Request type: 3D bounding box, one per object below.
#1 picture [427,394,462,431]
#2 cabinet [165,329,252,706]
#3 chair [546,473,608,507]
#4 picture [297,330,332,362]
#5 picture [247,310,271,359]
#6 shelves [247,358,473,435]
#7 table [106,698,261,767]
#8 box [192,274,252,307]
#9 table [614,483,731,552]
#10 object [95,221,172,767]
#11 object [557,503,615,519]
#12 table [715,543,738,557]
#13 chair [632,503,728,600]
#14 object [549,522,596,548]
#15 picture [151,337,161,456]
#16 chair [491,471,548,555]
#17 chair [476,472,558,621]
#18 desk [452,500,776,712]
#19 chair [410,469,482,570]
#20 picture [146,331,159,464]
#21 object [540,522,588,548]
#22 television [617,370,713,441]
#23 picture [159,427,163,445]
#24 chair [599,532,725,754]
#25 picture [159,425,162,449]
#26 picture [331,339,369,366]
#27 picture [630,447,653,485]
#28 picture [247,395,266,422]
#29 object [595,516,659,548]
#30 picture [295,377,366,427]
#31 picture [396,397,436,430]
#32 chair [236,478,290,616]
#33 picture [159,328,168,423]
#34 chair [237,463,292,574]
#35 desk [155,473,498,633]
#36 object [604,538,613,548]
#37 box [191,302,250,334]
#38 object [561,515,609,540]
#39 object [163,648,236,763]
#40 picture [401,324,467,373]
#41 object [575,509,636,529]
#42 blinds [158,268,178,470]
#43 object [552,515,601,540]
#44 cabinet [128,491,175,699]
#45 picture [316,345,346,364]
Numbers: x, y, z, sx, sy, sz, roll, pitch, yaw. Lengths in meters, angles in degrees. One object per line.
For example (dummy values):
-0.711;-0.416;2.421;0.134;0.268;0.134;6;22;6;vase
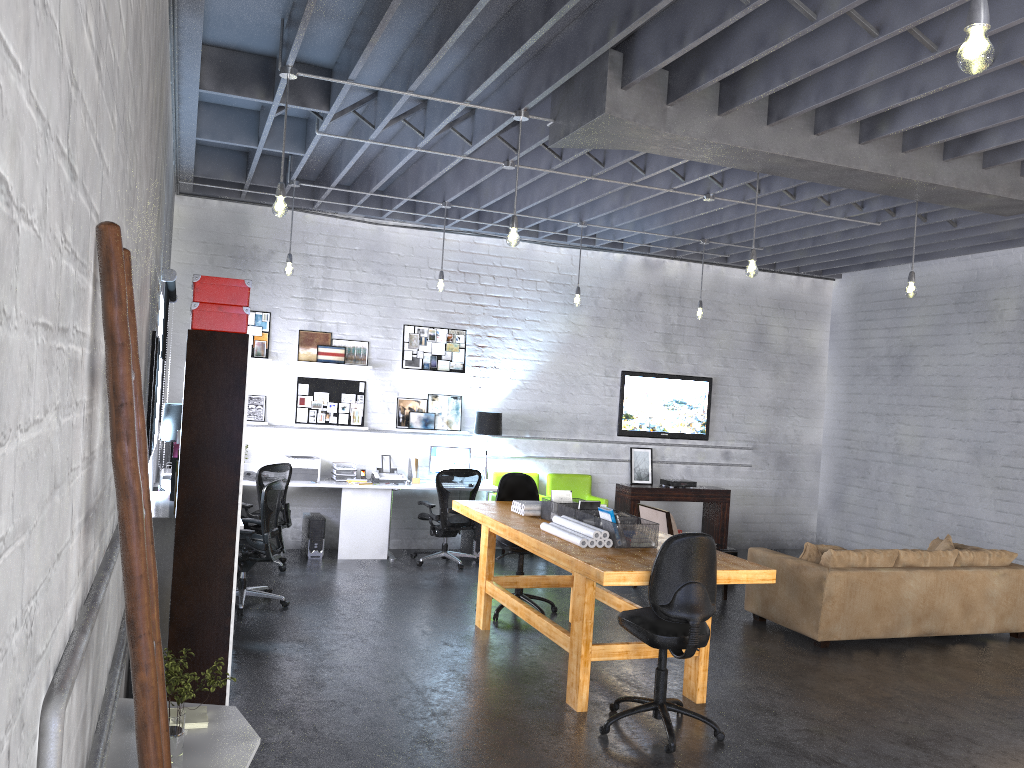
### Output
-0.774;0.328;10.179;0.410;0.408;0.047;4;0;-21;picture
-1.604;0.768;4.627;0.291;2.047;0.872;4;0;-20;cabinet
0.750;1.550;10.533;0.611;0.920;0.516;4;0;-20;chair
-2.147;-0.404;9.647;0.355;0.343;0.042;4;0;-21;picture
-2.938;-0.540;9.339;0.749;0.503;0.058;4;0;-21;picture
-1.910;0.131;9.668;3.025;0.694;0.199;4;0;-21;shelves
-1.123;1.541;3.002;0.517;0.532;1.335;4;0;-20;table
-1.413;-0.444;4.313;0.270;0.131;0.206;4;0;-20;box
1.991;1.688;11.062;1.411;0.820;0.403;4;0;-21;table
-0.769;0.757;1.907;0.320;2.121;0.425;4;0;-20;object
0.520;0.944;6.283;0.317;0.156;0.306;4;0;-20;object
1.924;1.933;9.982;0.873;0.300;0.873;4;-1;-17;table
1.653;1.629;8.655;0.725;0.842;0.574;4;0;-20;chair
0.384;0.980;5.774;0.058;0.057;0.635;4;-1;-20;object
-2.417;0.073;6.000;0.020;0.780;0.606;4;0;-20;picture
0.100;1.505;10.289;0.611;0.920;0.516;4;0;-20;chair
0.113;1.353;7.476;0.659;1.165;0.686;4;0;-22;chair
0.489;1.485;6.274;1.115;0.926;2.831;4;-1;-20;desk
-0.713;1.387;9.417;0.752;1.031;0.732;4;0;38;chair
-2.172;0.082;5.343;0.020;0.780;0.606;4;0;-20;picture
0.330;0.975;5.753;0.057;0.058;0.635;4;-1;-20;object
1.939;0.282;11.175;1.324;0.816;0.021;4;0;-21;television
-3.504;0.505;8.857;0.036;0.221;0.289;4;0;-20;picture
0.832;1.374;5.007;0.659;1.165;0.686;4;0;-22;chair
-3.383;0.510;8.531;0.036;0.221;0.289;4;0;-20;picture
-1.789;-0.346;9.779;0.410;0.277;0.036;4;0;-21;picture
1.616;1.024;11.061;0.308;0.457;0.092;4;0;-21;picture
-2.827;0.251;9.411;0.410;0.277;0.036;4;0;-21;picture
0.735;0.952;5.706;0.317;0.156;0.306;4;0;-20;object
-1.984;0.196;9.718;0.749;0.503;0.058;4;0;-21;picture
-1.088;0.338;10.053;0.452;0.345;0.054;4;0;-21;picture
-2.152;1.268;7.157;0.753;1.031;0.731;4;0;-17;chair
-3.408;-0.105;8.681;0.020;0.935;0.658;4;0;-20;picture
-2.498;1.260;8.583;0.752;1.031;0.732;4;0;3;chair
-1.437;1.449;8.231;3.576;0.785;3.297;4;-1;-20;desk
0.490;0.987;5.813;0.058;0.057;0.635;4;-1;-20;object
-1.422;-0.315;4.314;0.270;0.131;0.206;4;0;-20;box
0.467;0.936;5.803;0.057;0.057;0.635;4;-1;-20;object
-1.122;1.093;3.019;0.297;0.363;0.271;4;0;14;object
-0.883;-0.397;10.110;0.749;0.503;0.058;4;0;-21;picture
0.627;0.948;5.994;0.317;0.156;0.306;4;0;-20;object
-2.820;-0.008;7.205;0.100;1.632;2.118;4;0;-20;blinds
0.414;0.932;5.783;0.057;0.057;0.635;4;-1;-20;object
-2.092;1.260;5.567;0.466;1.021;1.151;4;0;-20;cabinet
-1.978;-0.319;9.693;0.311;0.196;0.029;4;0;-21;picture
